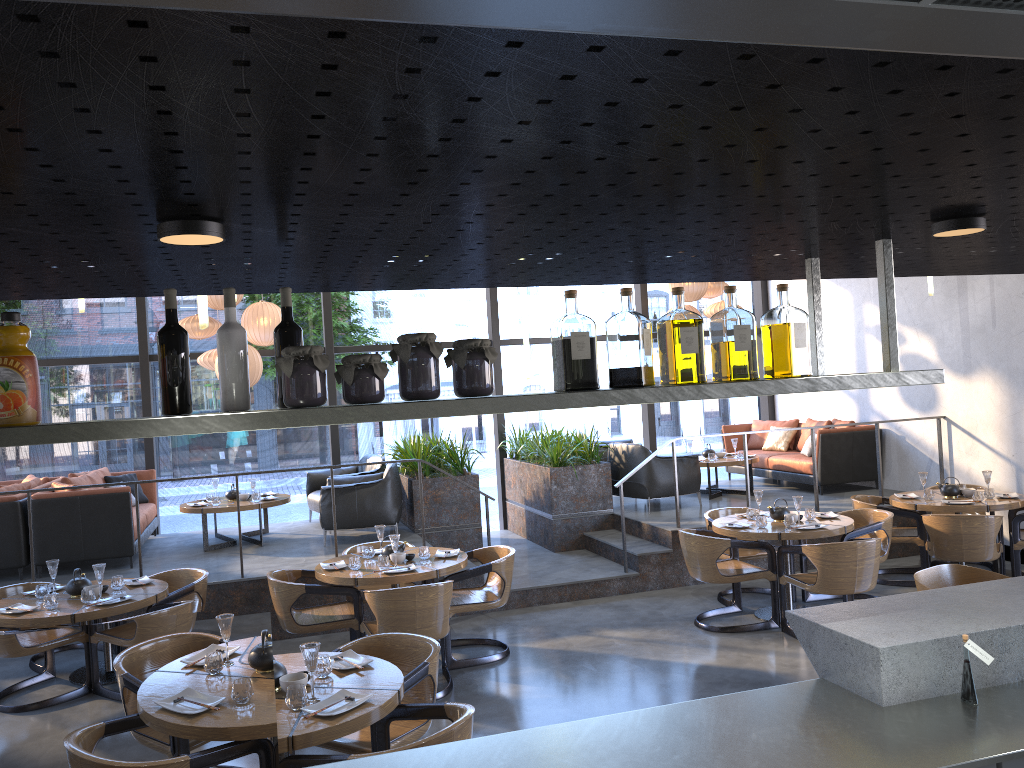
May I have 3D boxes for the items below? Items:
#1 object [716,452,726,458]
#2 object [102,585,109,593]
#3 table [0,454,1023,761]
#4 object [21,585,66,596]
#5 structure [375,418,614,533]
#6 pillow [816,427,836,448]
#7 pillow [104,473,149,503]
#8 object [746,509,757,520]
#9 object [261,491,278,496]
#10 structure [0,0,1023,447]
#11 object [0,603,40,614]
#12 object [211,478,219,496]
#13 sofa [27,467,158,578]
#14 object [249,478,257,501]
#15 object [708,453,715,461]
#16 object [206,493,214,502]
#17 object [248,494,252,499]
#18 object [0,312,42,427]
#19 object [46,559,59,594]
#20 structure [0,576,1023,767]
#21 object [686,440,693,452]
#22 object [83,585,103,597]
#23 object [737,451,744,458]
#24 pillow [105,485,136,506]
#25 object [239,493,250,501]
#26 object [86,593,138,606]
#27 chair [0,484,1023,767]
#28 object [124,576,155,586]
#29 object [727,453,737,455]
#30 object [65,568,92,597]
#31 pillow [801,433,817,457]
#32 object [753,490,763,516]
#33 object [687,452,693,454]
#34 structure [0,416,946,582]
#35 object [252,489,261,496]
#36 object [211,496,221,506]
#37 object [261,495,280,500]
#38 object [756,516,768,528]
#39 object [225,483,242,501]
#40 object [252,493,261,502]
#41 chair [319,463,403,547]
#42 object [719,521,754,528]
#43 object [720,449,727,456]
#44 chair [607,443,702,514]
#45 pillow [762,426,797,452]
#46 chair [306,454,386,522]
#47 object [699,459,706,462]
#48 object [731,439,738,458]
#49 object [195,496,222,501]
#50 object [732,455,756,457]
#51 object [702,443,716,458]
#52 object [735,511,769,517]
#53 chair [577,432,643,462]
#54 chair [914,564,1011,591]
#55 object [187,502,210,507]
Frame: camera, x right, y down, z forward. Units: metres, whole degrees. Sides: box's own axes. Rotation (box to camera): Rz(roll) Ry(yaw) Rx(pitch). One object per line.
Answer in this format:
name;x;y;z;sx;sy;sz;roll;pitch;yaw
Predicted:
object;2.505;0.854;10.640;0.116;0.065;0.116;-3;0;13
object;-2.735;1.372;5.920;0.080;0.042;0.080;-3;0;-31
table;-0.694;1.545;6.776;10.659;0.968;6.876;-3;0;-16
object;-3.191;1.408;6.022;0.170;0.025;0.294;-3;0;19
structure;-3.166;1.363;4.530;4.306;1.608;15.715;-4;0;22
pillow;3.630;0.684;10.263;0.242;0.345;0.418;-4;0;24
pillow;-4.187;1.147;9.616;0.242;0.345;0.418;-4;0;24
object;1.973;1.075;7.308;0.086;0.086;0.086;-3;0;-34
object;-2.590;1.172;9.428;0.170;0.025;0.294;-3;0;-36
structure;-1.121;-0.868;0.152;8.600;2.382;4.958;-3;0;-16
object;-3.055;1.398;5.490;0.294;0.025;0.170;-4;0;32
object;-3.087;1.099;9.244;0.082;0.227;0.082;-3;0;-34
sofa;-4.078;1.293;8.824;0.864;0.811;2.226;-3;0;-16
object;-2.614;1.070;8.963;0.082;0.227;0.082;-4;0;27
object;2.324;0.853;10.327;0.086;0.086;0.086;-3;0;-12
object;-3.109;1.171;9.141;0.086;0.086;0.086;-3;0;21
object;-2.742;1.172;9.207;0.080;0.042;0.080;-3;0;-31
object;-1.062;-0.030;1.890;0.096;0.246;0.096;-4;0;29
object;-3.080;1.299;5.957;0.082;0.227;0.082;-3;0;-34
structure;0.925;1.207;0.608;8.945;1.400;4.889;-3;0;-16
object;2.169;0.793;10.787;0.082;0.227;0.082;-3;0;-34
object;-2.744;1.361;5.810;0.116;0.065;0.116;-4;0;41
object;2.695;0.831;10.436;0.086;0.086;0.086;-3;0;-12
pillow;-4.115;1.174;9.342;0.203;0.263;0.332;-3;0;4
object;-2.751;1.161;9.097;0.116;0.065;0.116;-3;0;13
object;-2.537;1.367;5.584;0.170;0.025;0.294;-4;0;32
chair;0.407;1.579;5.478;9.749;0.759;4.352;-3;0;-15
object;-2.582;1.372;6.141;0.170;0.025;0.294;-3;0;-36
object;2.666;0.866;10.971;0.170;0.025;0.294;-3;0;-36
object;-2.876;1.311;5.883;0.168;0.179;0.163;-4;0;39
pillow;3.561;0.722;10.537;0.203;0.263;0.332;-3;0;4
object;2.054;1.000;7.371;0.082;0.227;0.082;-3;0;5
object;2.147;0.865;10.684;0.086;0.086;0.086;-3;0;21
structure;0.145;-0.220;3.310;11.718;4.117;9.054;-3;0;-17
object;-2.677;1.146;9.289;0.086;0.086;0.086;-3;0;-12
object;-2.932;1.159;8.784;0.086;0.086;0.086;-3;0;-12
object;-2.470;1.164;9.016;0.170;0.025;0.294;-3;0;-36
object;1.942;1.075;6.902;0.086;0.086;0.086;-3;0;9
object;-2.884;1.111;9.170;0.168;0.179;0.163;-4;0;39
object;-2.561;1.137;8.893;0.086;0.086;0.086;-3;0;-12
chair;-1.521;1.175;8.965;0.833;0.743;1.030;-3;0;-10
object;1.782;1.116;6.996;0.170;0.025;0.294;-3;0;-19
object;2.580;0.839;10.832;0.086;0.086;0.086;-3;0;-12
chair;1.545;0.996;9.872;0.833;0.743;1.030;-3;0;-31
pillow;3.441;0.706;11.434;0.289;0.311;0.393;-3;0;-36
chair;-1.857;1.200;10.100;0.833;0.743;1.030;-3;0;-31
object;2.143;0.894;10.370;0.170;0.025;0.294;-3;0;-36
object;2.642;0.763;10.506;0.082;0.227;0.082;-4;0;27
object;-3.198;1.208;9.309;0.170;0.025;0.294;-3;0;19
object;2.787;0.857;10.559;0.170;0.025;0.294;-3;0;-36
object;2.372;0.805;10.713;0.168;0.179;0.163;-4;0;39
object;2.010;1.105;7.495;0.294;0.025;0.170;-3;0;-32
chair;1.216;0.943;11.054;0.833;0.743;1.030;-3;0;-2
chair;4.444;1.182;2.558;2.787;1.047;5.395;-3;0;-39
object;-3.113;1.201;8.827;0.170;0.025;0.294;-3;0;-36
